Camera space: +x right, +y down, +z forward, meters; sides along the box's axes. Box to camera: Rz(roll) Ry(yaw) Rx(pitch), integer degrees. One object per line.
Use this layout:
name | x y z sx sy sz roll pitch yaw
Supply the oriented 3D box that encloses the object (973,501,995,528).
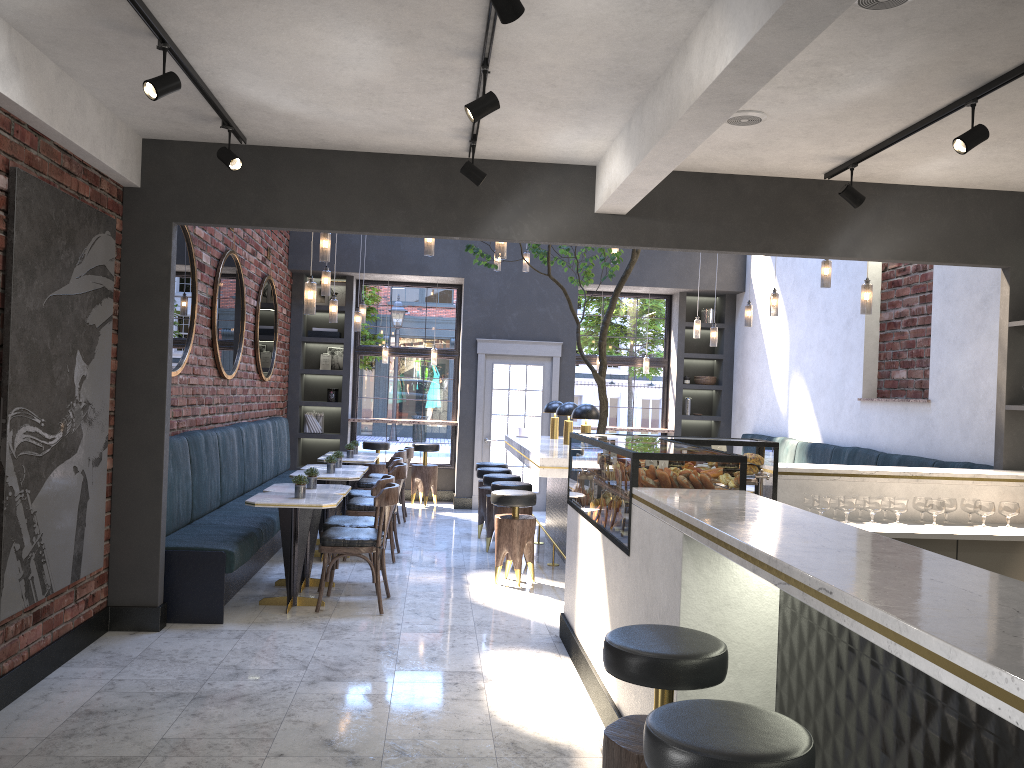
object | 2.763 0.763 5.189 0.114 0.147 0.114 2 0 0

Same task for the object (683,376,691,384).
object | 2.419 -0.054 12.308 0.116 0.119 0.117 2 0 -29

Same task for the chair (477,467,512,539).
chair | -0.197 1.253 9.260 0.370 0.737 0.372 2 0 -14

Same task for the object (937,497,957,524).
object | 2.601 0.758 5.307 0.114 0.147 0.114 2 0 0

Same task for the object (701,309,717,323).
object | 2.746 -0.940 12.372 0.214 0.215 0.213 2 0 5

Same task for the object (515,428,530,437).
object | 0.117 0.540 9.893 0.176 0.098 0.204 2 0 0

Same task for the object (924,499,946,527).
object | 2.462 0.751 5.163 0.114 0.147 0.114 2 0 0

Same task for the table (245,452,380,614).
table | 0.294 1.257 8.439 4.599 0.751 4.830 2 -1 -5

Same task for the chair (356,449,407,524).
chair | -1.441 1.151 9.778 0.521 0.851 0.538 2 0 -4

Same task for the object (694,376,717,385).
object | 2.692 -0.045 12.356 0.305 0.123 0.305 2 0 16

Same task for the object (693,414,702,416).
object | 2.565 0.425 12.250 0.130 0.026 0.130 2 -1 -22

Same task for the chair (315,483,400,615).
chair | -1.071 1.131 6.236 0.521 0.851 0.538 2 0 -4

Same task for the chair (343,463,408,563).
chair | -1.223 1.142 8.010 0.521 0.851 0.538 2 0 -4

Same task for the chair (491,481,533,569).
chair | -0.014 1.247 7.878 0.372 0.737 0.370 2 0 22

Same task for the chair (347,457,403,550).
chair | -1.339 1.144 8.634 0.521 0.851 0.538 2 0 -11

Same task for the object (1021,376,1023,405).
object | 3.366 0.045 5.792 0.070 0.188 0.070 2 0 -14

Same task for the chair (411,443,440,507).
chair | -1.156 1.198 11.744 0.372 0.821 0.370 2 0 -42

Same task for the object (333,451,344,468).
object | -1.679 0.725 8.561 0.118 0.165 0.122 2 0 -27

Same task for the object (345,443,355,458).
object | -1.781 0.732 9.754 0.118 0.165 0.122 2 0 -27

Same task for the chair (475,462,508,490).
chair | -0.237 1.258 9.969 0.372 0.737 0.370 2 0 38

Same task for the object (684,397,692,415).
object | 2.432 0.309 12.265 0.098 0.248 0.098 2 0 34

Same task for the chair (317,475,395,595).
chair | -1.180 1.132 6.807 0.521 0.851 0.538 2 0 -4

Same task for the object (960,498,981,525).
object | 2.751 0.764 5.320 0.114 0.147 0.114 2 0 0

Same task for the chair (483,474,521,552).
chair | -0.107 1.250 8.572 0.372 0.737 0.370 2 0 38

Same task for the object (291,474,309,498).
object | -1.473 0.710 6.167 0.118 0.165 0.122 2 0 -27

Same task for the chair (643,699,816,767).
chair | 0.465 1.167 1.973 0.370 0.821 0.372 2 0 4

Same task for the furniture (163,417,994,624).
furniture | 0.300 1.057 8.484 6.021 1.151 5.341 2 -1 -5

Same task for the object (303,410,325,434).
object | -2.648 0.497 11.873 0.250 0.323 0.241 2 0 -5

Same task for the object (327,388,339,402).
object | -2.401 0.152 11.879 0.152 0.181 0.152 2 0 33

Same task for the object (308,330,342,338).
object | -2.508 -0.658 11.875 0.412 0.084 0.286 2 -1 -5

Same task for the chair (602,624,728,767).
chair | 0.444 1.172 2.659 0.372 0.821 0.370 2 0 -42

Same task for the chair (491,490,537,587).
chair | 0.003 1.241 7.173 0.372 0.737 0.370 2 0 38

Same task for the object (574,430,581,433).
object | 0.716 0.564 9.977 0.176 0.097 0.301 2 -1 -14

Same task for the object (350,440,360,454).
object | -1.831 0.736 10.334 0.118 0.165 0.122 2 0 -27

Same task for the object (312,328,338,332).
object | -2.511 -0.719 11.886 0.327 0.039 0.227 2 -1 -15

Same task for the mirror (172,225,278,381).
mirror | -2.590 -0.795 8.183 0.036 1.510 4.773 2 0 -5

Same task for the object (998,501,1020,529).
object | 2.913 0.769 5.202 0.114 0.147 0.114 2 0 0

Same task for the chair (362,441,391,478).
chair | -1.801 1.173 11.712 0.370 0.821 0.372 2 0 -42

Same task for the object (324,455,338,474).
object | -1.629 0.721 7.982 0.118 0.165 0.122 2 0 -27

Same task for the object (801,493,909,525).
object | 2.013 0.734 5.220 0.575 0.147 0.256 2 0 -5

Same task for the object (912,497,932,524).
object | 2.451 0.752 5.294 0.114 0.147 0.114 2 0 0

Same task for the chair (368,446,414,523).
chair | -1.422 1.157 10.361 0.521 0.851 0.497 2 0 -6

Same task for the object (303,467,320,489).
object | -1.523 0.713 6.747 0.118 0.165 0.122 2 0 -27
